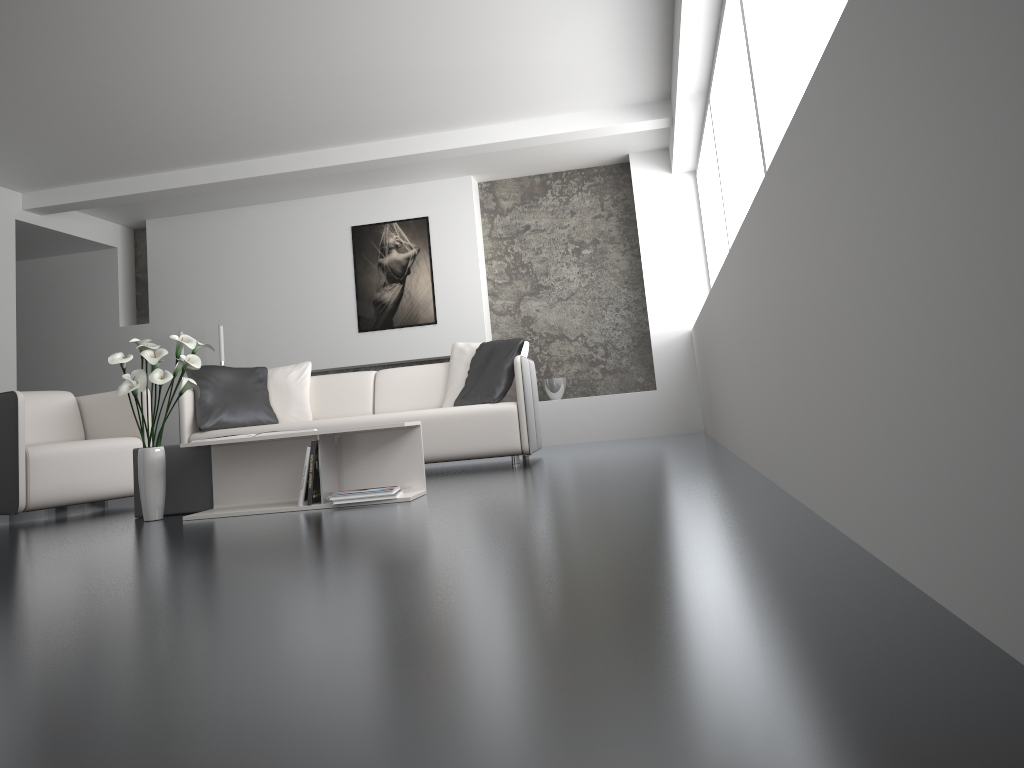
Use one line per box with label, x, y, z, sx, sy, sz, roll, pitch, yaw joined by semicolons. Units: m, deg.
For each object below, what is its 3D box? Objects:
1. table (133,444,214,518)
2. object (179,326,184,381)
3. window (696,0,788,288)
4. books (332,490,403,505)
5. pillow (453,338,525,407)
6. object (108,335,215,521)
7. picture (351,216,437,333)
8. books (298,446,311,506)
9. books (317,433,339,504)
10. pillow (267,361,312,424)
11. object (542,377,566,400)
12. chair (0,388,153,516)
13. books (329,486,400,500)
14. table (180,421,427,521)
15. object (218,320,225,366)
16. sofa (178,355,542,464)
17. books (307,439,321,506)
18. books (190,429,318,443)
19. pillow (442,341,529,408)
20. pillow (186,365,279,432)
table;-1.094;0.396;4.109;1.256;0.319;0.295;-6;-5;7
object;-3.008;0.161;8.063;0.180;1.418;0.177;-7;-8;9
window;1.088;-1.254;3.753;0.110;1.448;7.977;-7;-2;9
books;-0.595;0.469;3.655;0.263;0.017;0.211;-5;-2;-1
pillow;-0.127;-0.079;5.728;0.333;0.443;0.544;-1;-6;-36
object;-1.506;0.180;3.817;0.378;0.810;0.439;-4;-7;-8
picture;-1.090;-1.008;8.105;0.744;1.021;0.004;-6;-9;8
books;-0.840;0.382;3.726;0.069;0.242;0.224;-6;-5;7
books;-0.781;0.354;3.744;0.007;0.288;0.202;-6;-6;7
pillow;-1.669;0.104;6.140;0.585;0.507;0.318;-5;-7;-2
object;0.384;0.048;7.852;0.215;0.193;0.213;-6;-5;3
chair;-2.624;0.348;4.931;0.911;0.671;0.764;-8;-5;33
books;-0.612;0.454;3.677;0.263;0.017;0.224;-5;-2;-1
table;-0.883;0.365;3.769;0.967;0.319;0.295;-6;-5;6
object;-2.585;0.115;7.896;0.180;1.418;0.177;-7;-8;9
sofa;-0.963;0.222;5.938;2.235;0.671;0.909;-6;-4;6
books;-0.811;0.367;3.728;0.050;0.267;0.231;-6;-6;7
books;-1.197;0.239;4.145;0.549;0.017;0.353;-5;-2;-11
pillow;-0.179;-0.062;5.994;0.585;0.516;0.295;-6;-7;13
pillow;-1.860;0.082;5.900;0.566;0.456;0.274;-2;-7;-37
